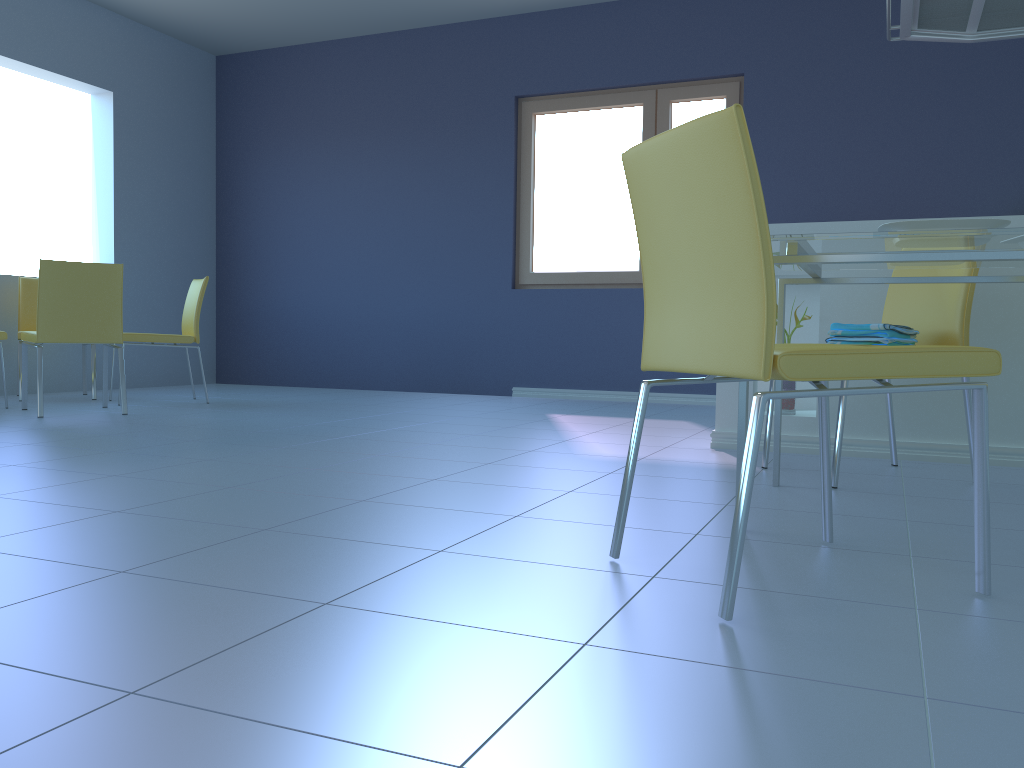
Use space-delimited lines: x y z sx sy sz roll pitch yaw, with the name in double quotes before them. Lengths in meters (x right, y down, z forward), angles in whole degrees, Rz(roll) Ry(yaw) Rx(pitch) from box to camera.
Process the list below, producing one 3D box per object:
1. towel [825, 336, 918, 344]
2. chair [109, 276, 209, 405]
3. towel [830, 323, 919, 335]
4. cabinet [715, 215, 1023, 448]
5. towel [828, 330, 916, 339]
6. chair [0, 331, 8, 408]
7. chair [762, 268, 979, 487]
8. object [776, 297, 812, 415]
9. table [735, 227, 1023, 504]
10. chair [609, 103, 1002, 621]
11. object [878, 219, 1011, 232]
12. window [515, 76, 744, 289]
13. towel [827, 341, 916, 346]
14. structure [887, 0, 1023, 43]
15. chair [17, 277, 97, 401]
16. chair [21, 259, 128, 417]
"towel" 1.033 -0.126 2.549 0.195 0.024 0.201 -2 4 -42
"chair" -1.945 -0.249 4.911 0.484 0.699 0.387 -1 3 -31
"towel" 1.038 -0.158 2.549 0.195 0.033 0.190 -2 4 -41
"cabinet" 2.000 -0.180 3.854 2.139 0.800 2.200 2 3 23
"towel" 1.034 -0.142 2.551 0.192 0.027 0.195 4 4 44
"chair" -2.776 -0.236 4.351 0.484 0.695 0.387 -1 4 -36
"chair" 1.047 -0.084 2.565 0.484 0.695 0.387 0 3 -14
"object" 0.975 -0.102 3.148 0.067 0.423 0.229 -1 4 -36
"table" 1.123 0.011 1.851 1.173 0.590 0.730 2 3 23
"chair" 0.444 -0.036 1.431 0.484 0.695 0.387 0 3 -19
"object" 0.828 -0.293 1.711 0.228 0.020 0.228 2 3 20
"window" 0.710 -1.237 5.620 1.475 1.263 0.142 2 3 23
"towel" 1.033 -0.113 2.555 0.201 0.024 0.195 4 4 42
"structure" 1.783 -1.765 3.033 0.895 0.962 0.695 2 3 23
"chair" -2.631 -0.272 5.103 0.387 0.695 0.484 -1 3 -31
"chair" -2.065 -0.216 4.183 0.387 0.695 0.484 -1 4 -36
